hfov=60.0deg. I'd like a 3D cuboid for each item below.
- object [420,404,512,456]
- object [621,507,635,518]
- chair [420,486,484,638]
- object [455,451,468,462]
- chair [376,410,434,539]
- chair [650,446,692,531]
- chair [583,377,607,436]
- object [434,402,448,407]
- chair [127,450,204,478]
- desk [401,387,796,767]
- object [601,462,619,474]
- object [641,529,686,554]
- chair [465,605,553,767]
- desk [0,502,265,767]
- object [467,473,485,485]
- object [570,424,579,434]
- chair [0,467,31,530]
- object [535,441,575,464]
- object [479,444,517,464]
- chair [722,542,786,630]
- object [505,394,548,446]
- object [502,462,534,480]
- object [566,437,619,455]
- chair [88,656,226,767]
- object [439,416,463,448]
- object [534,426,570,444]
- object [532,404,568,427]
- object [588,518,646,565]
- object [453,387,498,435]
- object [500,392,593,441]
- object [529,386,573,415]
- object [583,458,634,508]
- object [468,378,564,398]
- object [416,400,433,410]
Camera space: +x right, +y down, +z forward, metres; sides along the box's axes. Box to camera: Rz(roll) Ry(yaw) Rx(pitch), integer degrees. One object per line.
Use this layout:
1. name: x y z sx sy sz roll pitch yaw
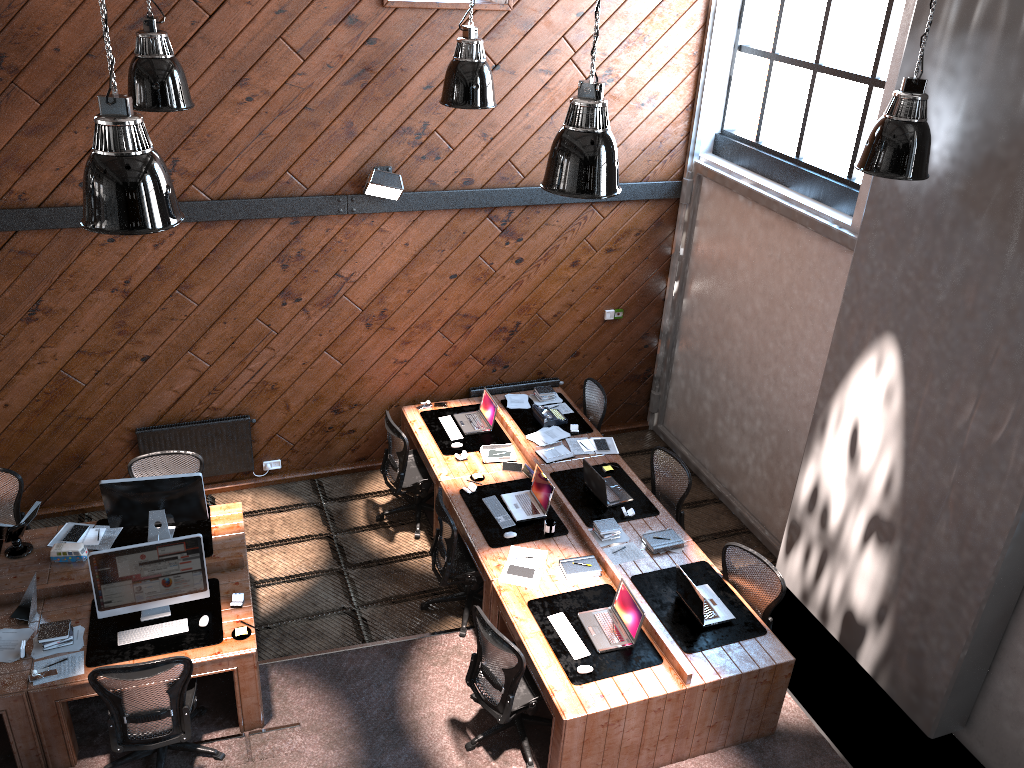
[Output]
1. object: -0.455 0.429 8.576 0.687 0.008 0.848 -7 30 -20
2. object: 0.977 1.074 7.455 0.106 0.063 0.082 -1 28 -9
3. chair: -0.353 1.363 7.261 0.792 1.085 0.770 -13 32 -29
4. object: -0.462 0.654 8.085 0.106 0.063 0.082 -8 30 -22
5. chair: -0.906 0.758 8.345 0.792 1.085 0.770 -20 36 -37
6. chair: 1.196 1.164 7.837 0.792 1.085 0.770 -20 36 -37
7. chair: 0.620 0.531 8.971 0.792 1.085 0.770 -13 32 -29
8. object: -0.716 0.206 8.928 0.134 0.042 0.022 0 28 -6
9. chair: -2.800 1.148 7.363 0.770 1.085 0.792 -13 32 -29
10. desk: 0.405 1.350 7.647 1.748 0.840 4.117 -7 29 -20
11. object: 0.876 0.766 8.069 0.158 0.026 0.154 16 30 22
12. object: 1.234 1.247 7.167 0.363 0.065 0.325 -2 28 -11
13. chair: 0.027 1.979 6.137 0.770 1.085 0.792 23 33 32
14. desk: -3.934 1.855 6.136 4.117 0.840 1.748 -6 29 -18
15. object: -0.307 0.821 7.824 0.158 0.026 0.154 13 29 17
16. object: 0.608 0.438 8.615 0.082 0.063 0.106 1 28 -4
17. chair: -4.136 1.246 7.006 0.770 1.085 0.792 -8 30 -21
18. object: 0.403 0.632 8.243 0.316 0.060 0.229 -11 31 -26
19. object: -0.131 0.640 8.160 0.316 0.060 0.229 -3 28 -12
20. chair: 1.619 1.815 6.650 0.770 1.085 0.792 23 33 32
21. object: 0.172 0.338 8.805 0.356 0.002 1.058 -8 30 -21
22. object: 0.081 0.760 7.929 0.347 0.083 0.129 17 30 24
23. object: 0.762 0.579 8.420 0.467 0.017 0.304 0 28 -8
24. chair: -2.351 2.033 5.733 0.770 1.085 0.792 -13 32 -29
25. object: -0.570 0.451 8.482 0.139 0.040 0.577 -5 29 -17
26. object: 0.387 0.489 8.535 0.315 0.002 0.246 -19 35 -36
27. object: 0.377 0.296 8.782 0.290 0.116 0.322 -8 30 -21
28. object: 0.826 1.239 7.096 0.319 0.098 0.478 -8 30 -21
29. object: -0.357 0.260 8.601 0.323 0.283 0.390 -7 29 -20
30. object: 0.338 0.318 8.888 0.687 0.008 0.848 -7 30 -20
31. object: 0.396 0.159 9.072 0.319 0.098 0.478 -8 30 -21
32. object: 0.833 0.827 7.671 0.323 0.283 0.390 -10 30 -24
33. object: 0.038 0.273 9.463 1.064 0.628 0.073 -7 29 -20
34. object: -0.879 0.204 8.890 0.159 0.064 0.054 -11 31 -26
